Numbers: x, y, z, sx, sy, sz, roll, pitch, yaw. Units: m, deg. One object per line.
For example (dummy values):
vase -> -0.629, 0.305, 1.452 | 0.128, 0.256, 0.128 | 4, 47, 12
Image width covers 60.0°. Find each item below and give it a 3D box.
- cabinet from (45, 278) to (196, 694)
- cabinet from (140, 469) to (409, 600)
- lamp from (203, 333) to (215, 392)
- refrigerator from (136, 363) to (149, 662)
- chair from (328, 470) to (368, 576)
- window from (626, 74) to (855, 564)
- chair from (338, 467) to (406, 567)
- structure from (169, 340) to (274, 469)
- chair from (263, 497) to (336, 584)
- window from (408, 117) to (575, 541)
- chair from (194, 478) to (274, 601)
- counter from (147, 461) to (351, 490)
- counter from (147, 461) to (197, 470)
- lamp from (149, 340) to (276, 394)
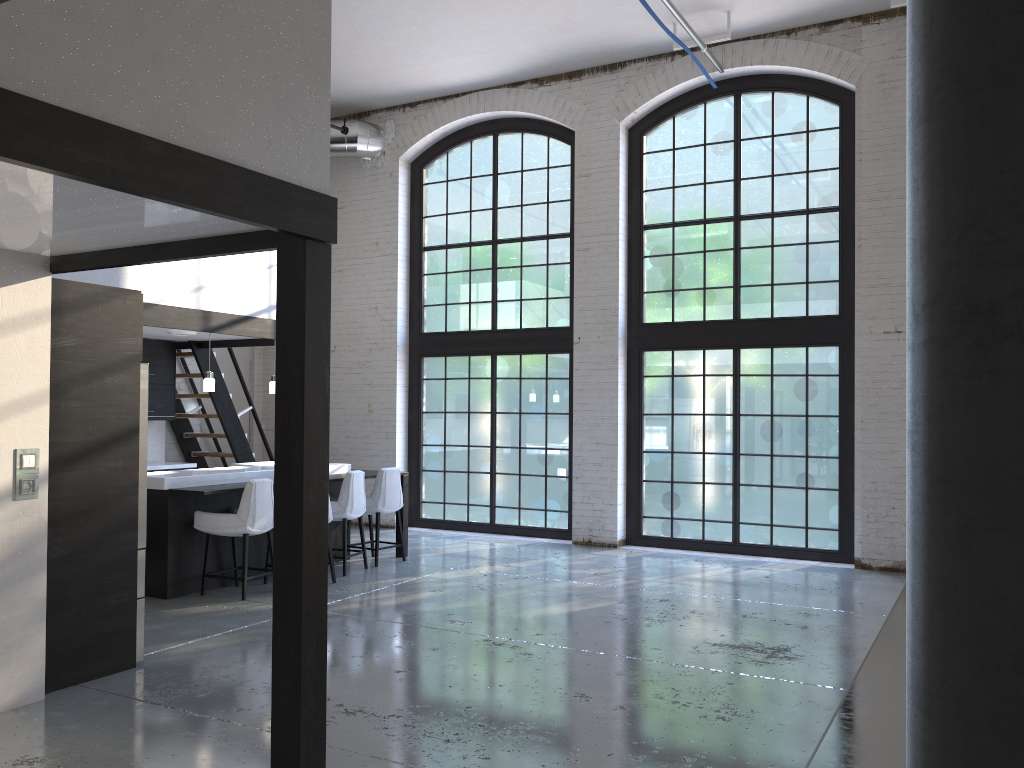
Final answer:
cabinet -> -3.322, 0.590, 7.499 | 4.275, 2.314, 4.233 | 0, -2, 29
cabinet -> -2.317, 1.326, 8.296 | 1.370, 0.910, 2.692 | 0, -2, 29
lamp -> -2.800, -0.240, 8.212 | 0.100, 0.623, 0.100 | 0, -1, 35
refrigerator -> -2.686, 0.758, 5.127 | 0.853, 1.772, 0.821 | 0, -1, 29
chair -> -1.644, 1.295, 8.282 | 0.501, 0.984, 0.579 | 0, -1, 20
window -> 2.424, -0.718, 9.560 | 2.491, 5.178, 0.138 | 0, -1, 29
chair -> -1.364, 1.314, 8.802 | 0.501, 0.984, 0.579 | 0, -1, 35
structure -> -3.704, 0.261, 10.998 | 0.929, 3.185, 1.663 | 0, -1, 29
chair -> -1.833, 1.274, 7.658 | 0.501, 0.984, 0.579 | 0, -1, 40
window -> -0.219, -0.694, 11.007 | 2.491, 5.178, 0.138 | 0, -1, 29
chair -> -2.216, 1.258, 7.239 | 0.501, 0.984, 0.579 | 0, -1, 25
counter -> -2.602, 0.823, 8.186 | 0.977, 0.095, 2.294 | -1, -2, 29
counter -> -4.430, 0.853, 8.104 | 1.709, 0.045, 4.239 | -1, -2, 29
lamp -> -3.197, -0.206, 9.411 | 1.948, 0.623, 0.124 | 0, -1, 29
